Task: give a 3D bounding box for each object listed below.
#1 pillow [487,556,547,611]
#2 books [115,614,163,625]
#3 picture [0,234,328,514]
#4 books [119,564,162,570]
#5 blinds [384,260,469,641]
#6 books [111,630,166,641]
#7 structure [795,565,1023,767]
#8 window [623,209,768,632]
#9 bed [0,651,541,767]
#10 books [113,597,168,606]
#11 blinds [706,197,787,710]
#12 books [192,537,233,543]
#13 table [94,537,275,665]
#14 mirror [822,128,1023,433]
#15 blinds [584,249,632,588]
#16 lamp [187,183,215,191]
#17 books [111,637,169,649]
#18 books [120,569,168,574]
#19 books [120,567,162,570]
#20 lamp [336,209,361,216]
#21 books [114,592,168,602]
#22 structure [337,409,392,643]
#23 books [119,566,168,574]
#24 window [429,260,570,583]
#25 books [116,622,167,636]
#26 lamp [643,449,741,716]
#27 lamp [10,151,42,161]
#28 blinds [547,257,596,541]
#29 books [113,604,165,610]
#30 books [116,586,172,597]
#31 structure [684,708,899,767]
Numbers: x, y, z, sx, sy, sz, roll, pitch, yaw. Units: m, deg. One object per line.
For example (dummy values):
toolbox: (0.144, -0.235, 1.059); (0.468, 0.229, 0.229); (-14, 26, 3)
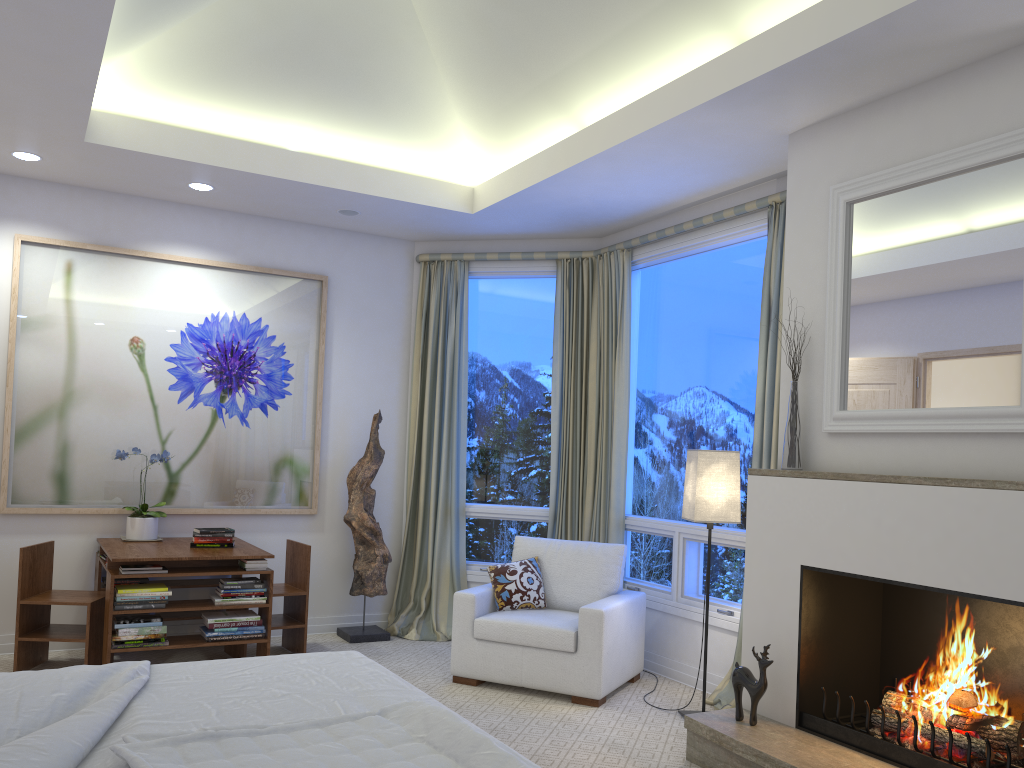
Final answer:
pillow: (0.028, 1.035, 4.602); (0.285, 0.271, 0.187); (3, -3, -20)
books: (-1.754, 1.106, 4.163); (0.198, 0.017, 0.114); (5, -5, -29)
picture: (-1.898, 0.005, 5.023); (1.683, 1.458, 0.030); (4, -2, -29)
books: (-1.755, 0.867, 4.189); (0.177, 0.009, 0.113); (5, -5, -29)
blinds: (-0.519, 0.377, 5.524); (0.642, 2.371, 0.295); (2, -1, 12)
books: (-1.757, 1.175, 4.160); (0.233, 0.022, 0.141); (5, -5, -29)
structure: (1.491, 0.980, 3.052); (0.476, 0.614, 0.875); (4, -4, -29)
window: (1.016, 0.210, 4.676); (0.206, 2.023, 1.514); (3, -3, -29)
bed: (-0.971, 0.842, 1.708); (2.022, 0.813, 1.971); (5, -5, -30)
books: (-1.757, 1.020, 4.178); (0.235, 0.019, 0.143); (5, -5, -29)
blinds: (1.151, 0.328, 3.975); (0.228, 2.364, 0.661); (3, -2, -24)
books: (-1.574, 0.814, 4.653); (0.190, 0.031, 0.132); (4, -5, -24)
table: (-1.732, 1.144, 4.603); (0.741, 0.599, 0.901); (4, -4, -29)
mirror: (1.407, -0.305, 3.005); (0.039, 0.939, 0.841); (3, -3, -29)
blinds: (0.478, 0.395, 5.180); (0.267, 2.364, 0.524); (3, -2, -36)
lamp: (-1.651, -1.040, 4.699); (0.137, 0.014, 0.137); (0, -5, 33)
books: (-1.758, 1.215, 4.172); (0.243, 0.019, 0.168); (5, -5, -29)
books: (-1.742, 0.880, 4.190); (0.201, 0.014, 0.136); (5, -5, -29)
books: (-1.755, 0.867, 4.189); (0.174, 0.008, 0.111); (5, -5, -29)
lamp: (-0.940, -0.980, 5.096); (0.137, 0.014, 0.137); (0, -5, 33)
books: (-1.756, 1.001, 4.186); (0.222, 0.020, 0.154); (5, -5, -29)
structure: (-0.878, 0.845, 5.383); (0.306, 1.392, 0.264); (3, -2, -28)
books: (-1.743, 0.880, 4.189); (0.201, 0.015, 0.140); (5, -5, -29)
window: (1.410, 0.096, 3.009); (0.815, 2.022, 6.851); (3, -4, -29)
books: (-1.745, 1.149, 4.166); (0.208, 0.036, 0.144); (5, -5, -29)
lamp: (0.687, 0.940, 4.594); (0.276, 1.203, 1.531); (3, -3, -16)
lamp: (-2.360, -1.100, 4.304); (0.137, 0.014, 0.137); (0, -5, 33)
blinds: (0.346, 0.399, 5.321); (0.524, 2.367, 0.270); (2, -1, 14)
books: (-1.762, 1.039, 4.176); (0.217, 0.020, 0.157); (5, -5, -29)
books: (-1.746, 0.985, 4.202); (0.240, 0.019, 0.173); (4, -5, -24)
structure: (1.127, 1.339, 2.849); (0.329, 0.172, 1.456); (4, -5, -29)
